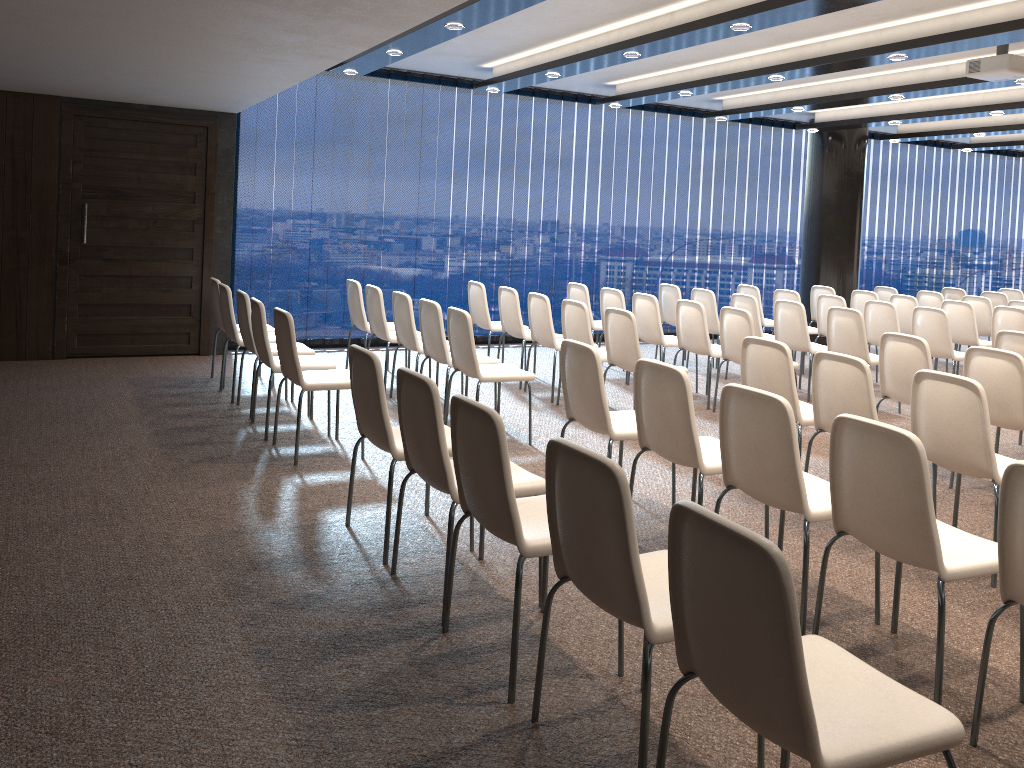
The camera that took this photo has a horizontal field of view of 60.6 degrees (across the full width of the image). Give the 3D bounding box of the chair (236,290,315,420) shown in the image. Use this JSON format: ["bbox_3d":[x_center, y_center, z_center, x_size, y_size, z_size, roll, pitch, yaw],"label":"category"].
[{"bbox_3d":[-1.781,-0.250,6.541,0.557,0.894,0.537,1,5,-27],"label":"chair"}]

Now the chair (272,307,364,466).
[{"bbox_3d":[-1.206,-0.025,5.460,0.557,0.894,0.537,0,5,-29],"label":"chair"}]

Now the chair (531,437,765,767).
[{"bbox_3d":[0.382,0.597,2.484,0.557,0.894,0.537,0,5,-29],"label":"chair"}]

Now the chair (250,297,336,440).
[{"bbox_3d":[-1.513,-0.138,5.996,0.557,0.894,0.537,1,4,-26],"label":"chair"}]

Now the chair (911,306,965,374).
[{"bbox_3d":[4.056,-0.277,8.219,0.557,0.894,0.537,1,4,-26],"label":"chair"}]

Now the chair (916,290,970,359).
[{"bbox_3d":[5.356,-0.714,10.949,0.557,0.894,0.537,1,5,-27],"label":"chair"}]

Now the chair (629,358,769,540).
[{"bbox_3d":[0.857,0.331,4.061,0.557,0.894,0.537,0,5,-29],"label":"chair"}]

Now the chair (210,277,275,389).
[{"bbox_3d":[-2.327,-0.466,7.573,0.557,0.894,0.537,1,5,-29],"label":"chair"}]

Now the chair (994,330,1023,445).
[{"bbox_3d":[3.762,0.067,6.267,0.557,0.894,0.537,1,4,-26],"label":"chair"}]

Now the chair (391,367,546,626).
[{"bbox_3d":[-0.181,0.381,3.514,0.557,0.894,0.537,0,5,-29],"label":"chair"}]

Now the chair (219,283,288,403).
[{"bbox_3d":[-2.078,-0.358,7.049,0.557,0.894,0.537,1,5,-28],"label":"chair"}]

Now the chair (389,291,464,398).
[{"bbox_3d":[-0.689,-0.299,7.092,0.557,0.894,0.537,1,5,-28],"label":"chair"}]

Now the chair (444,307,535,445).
[{"bbox_3d":[-0.165,-0.076,6.014,0.557,0.894,0.537,1,4,-26],"label":"chair"}]

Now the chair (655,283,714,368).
[{"bbox_3d":[1.936,-0.670,9.808,0.557,0.894,0.537,1,4,-26],"label":"chair"}]

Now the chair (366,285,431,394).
[{"bbox_3d":[-0.994,-0.411,7.623,0.557,0.894,0.537,1,5,-28],"label":"chair"}]

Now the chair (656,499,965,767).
[{"bbox_3d":[0.638,0.708,1.945,0.557,0.894,0.537,1,4,-26],"label":"chair"}]

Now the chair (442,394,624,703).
[{"bbox_3d":[0.070,0.484,3.021,0.557,0.894,0.537,1,5,-28],"label":"chair"}]

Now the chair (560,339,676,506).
[{"bbox_3d":[0.540,0.216,4.606,0.557,0.894,0.537,1,4,-26],"label":"chair"}]

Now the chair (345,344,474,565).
[{"bbox_3d":[-0.475,0.268,4.057,0.557,0.894,0.537,1,5,-29],"label":"chair"}]

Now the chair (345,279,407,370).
[{"bbox_3d":[-1.263,-0.524,8.171,0.557,0.894,0.537,1,5,-27],"label":"chair"}]

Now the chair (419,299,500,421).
[{"bbox_3d":[-0.413,-0.183,6.535,0.557,0.894,0.537,1,5,-28],"label":"chair"}]

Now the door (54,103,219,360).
[{"bbox_3d":[-3.643,-1.460,8.551,1.399,2.389,0.271,1,3,-28],"label":"door"}]

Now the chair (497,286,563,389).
[{"bbox_3d":[0.156,-0.459,8.190,0.557,0.894,0.537,1,4,-27],"label":"chair"}]

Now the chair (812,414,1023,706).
[{"bbox_3d":[1.385,0.553,2.988,0.557,0.894,0.537,1,4,-26],"label":"chair"}]

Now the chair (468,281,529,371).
[{"bbox_3d":[-0.158,-0.573,8.729,0.557,0.894,0.537,1,4,-26],"label":"chair"}]

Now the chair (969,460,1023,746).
[{"bbox_3d":[1.677,0.665,2.451,0.557,0.894,0.537,1,4,-25],"label":"chair"}]

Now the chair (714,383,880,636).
[{"bbox_3d":[1.123,0.446,3.501,0.557,0.894,0.537,0,5,-29],"label":"chair"}]

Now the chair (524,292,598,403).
[{"bbox_3d":[0.421,-0.344,7.631,0.557,0.894,0.537,1,4,-26],"label":"chair"}]

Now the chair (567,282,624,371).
[{"bbox_3d":[0.870,-0.617,9.241,0.557,0.894,0.537,1,5,-29],"label":"chair"}]

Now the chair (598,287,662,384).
[{"bbox_3d":[1.164,-0.504,8.699,0.557,0.894,0.537,0,5,-29],"label":"chair"}]
